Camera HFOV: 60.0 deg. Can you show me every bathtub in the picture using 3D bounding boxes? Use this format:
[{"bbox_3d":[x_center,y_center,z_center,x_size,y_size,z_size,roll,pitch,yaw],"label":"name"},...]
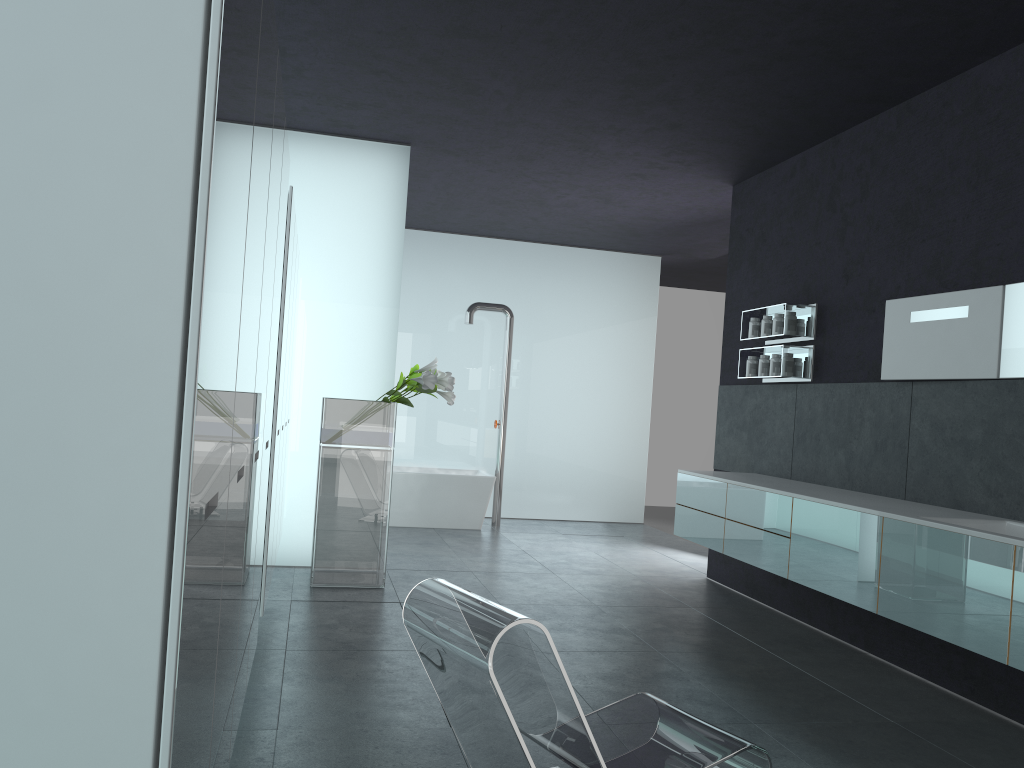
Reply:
[{"bbox_3d":[-1.267,1.295,11.050,1.978,0.858,0.960,4,-1,-13],"label":"bathtub"}]

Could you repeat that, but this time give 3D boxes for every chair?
[{"bbox_3d":[0.285,1.186,3.247,1.262,0.871,0.628,5,-1,-31],"label":"chair"}]

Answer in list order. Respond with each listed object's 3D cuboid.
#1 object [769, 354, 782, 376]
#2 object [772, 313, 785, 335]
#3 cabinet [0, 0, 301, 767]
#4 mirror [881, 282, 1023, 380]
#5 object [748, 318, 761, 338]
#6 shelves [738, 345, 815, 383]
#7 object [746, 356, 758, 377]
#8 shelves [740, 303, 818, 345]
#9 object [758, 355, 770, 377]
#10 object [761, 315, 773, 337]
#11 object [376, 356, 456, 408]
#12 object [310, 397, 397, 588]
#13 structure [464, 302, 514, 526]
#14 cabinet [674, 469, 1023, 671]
[{"bbox_3d":[2.139,-0.149,7.180,0.096,0.184,0.067,4,0,-14],"label":"object"},{"bbox_3d":[2.161,-0.476,7.181,0.096,0.184,0.067,4,0,-14],"label":"object"},{"bbox_3d":[-1.336,0.071,4.249,0.398,2.215,6.003,4,-1,-13],"label":"cabinet"},{"bbox_3d":[2.980,-0.306,4.130,0.109,0.532,3.722,4,-1,-14],"label":"mirror"},{"bbox_3d":[2.073,-0.472,7.574,0.096,0.184,0.067,4,0,-21],"label":"object"},{"bbox_3d":[2.161,-0.167,7.310,0.265,0.285,0.769,4,-1,-13],"label":"shelves"},{"bbox_3d":[2.051,-0.145,7.573,0.096,0.184,0.067,4,0,-21],"label":"object"},{"bbox_3d":[2.183,-0.494,7.311,0.265,0.285,0.769,4,-1,-13],"label":"shelves"},{"bbox_3d":[2.098,-0.147,7.364,0.096,0.184,0.067,4,0,-4],"label":"object"},{"bbox_3d":[2.120,-0.474,7.365,0.096,0.184,0.067,4,0,-4],"label":"object"},{"bbox_3d":[-0.959,0.124,7.224,1.025,0.779,0.974,4,-1,-20],"label":"object"},{"bbox_3d":[-1.313,0.873,7.307,0.585,1.491,0.575,4,0,-13],"label":"object"},{"bbox_3d":[-0.366,0.406,11.239,0.643,2.871,0.123,4,0,-13],"label":"structure"},{"bbox_3d":[2.360,1.000,4.904,0.734,0.556,5.582,4,-1,-13],"label":"cabinet"}]
